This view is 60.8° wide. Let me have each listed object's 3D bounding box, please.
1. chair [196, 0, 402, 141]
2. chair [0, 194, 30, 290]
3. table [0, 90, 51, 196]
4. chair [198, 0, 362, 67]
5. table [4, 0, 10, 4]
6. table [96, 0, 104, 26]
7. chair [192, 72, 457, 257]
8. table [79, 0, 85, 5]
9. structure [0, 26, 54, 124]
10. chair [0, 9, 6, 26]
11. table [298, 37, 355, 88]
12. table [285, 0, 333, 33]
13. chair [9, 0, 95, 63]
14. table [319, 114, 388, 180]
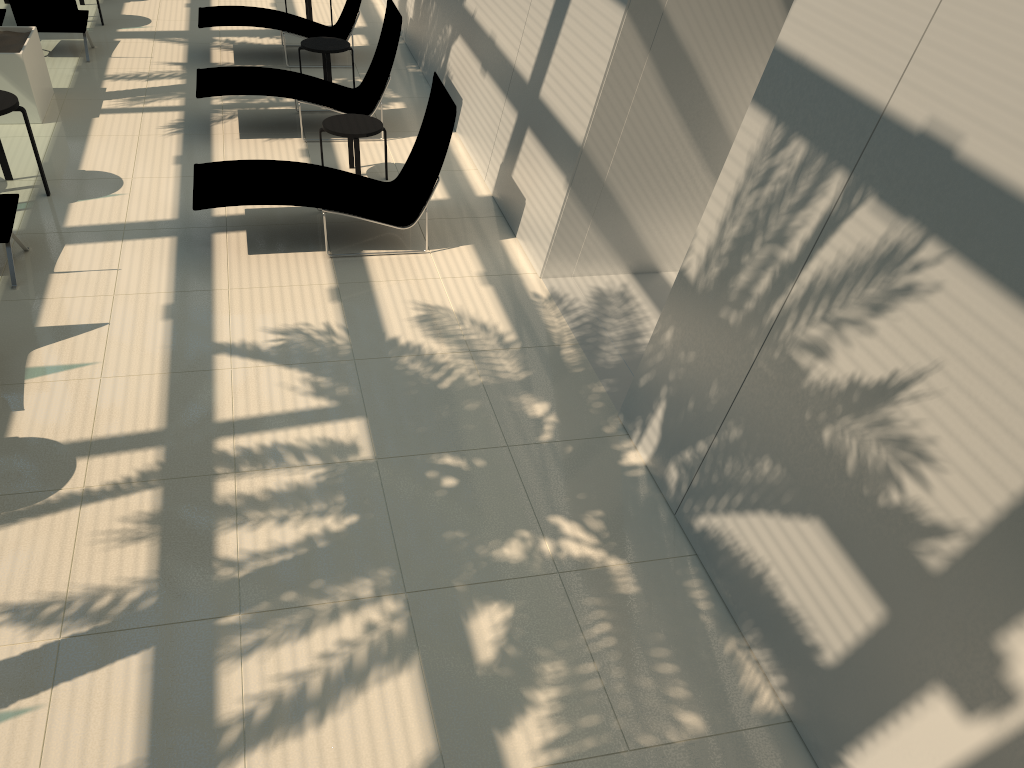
[{"bbox_3d":[-2.195,-3.246,8.939,2.028,1.256,0.847,-5,39,-13],"label":"chair"},{"bbox_3d":[-4.087,-1.288,6.374,0.713,0.964,0.815,-6,39,-13],"label":"chair"},{"bbox_3d":[-4.402,-1.960,7.326,0.670,0.847,0.631,18,40,17],"label":"table"},{"bbox_3d":[-2.823,-4.666,10.740,2.028,1.256,0.847,-5,39,-13],"label":"chair"},{"bbox_3d":[-7.065,-5.804,12.081,0.666,0.847,0.635,21,41,20],"label":"table"},{"bbox_3d":[-5.786,-5.088,11.292,0.670,0.847,0.631,18,40,17],"label":"table"},{"bbox_3d":[-1.548,-1.782,7.083,2.028,1.256,0.847,-5,39,-13],"label":"chair"},{"bbox_3d":[-6.126,-5.879,12.296,0.666,0.847,0.635,21,41,20],"label":"table"},{"bbox_3d":[-5.156,-5.771,6.651,4.776,7.608,4.112,-10,41,-18],"label":"structure"},{"bbox_3d":[-6.379,-4.357,10.151,0.713,0.964,0.815,-6,39,-13],"label":"chair"},{"bbox_3d":[-2.131,-3.642,10.060,0.543,0.562,0.517,21,41,20],"label":"table"},{"bbox_3d":[-2.759,-5.062,11.860,0.546,0.562,0.514,18,40,17],"label":"table"},{"bbox_3d":[-5.476,-4.430,10.358,0.713,0.964,0.815,-6,39,-13],"label":"chair"},{"bbox_3d":[-1.484,-2.178,8.203,0.543,0.562,0.517,21,41,20],"label":"table"}]
